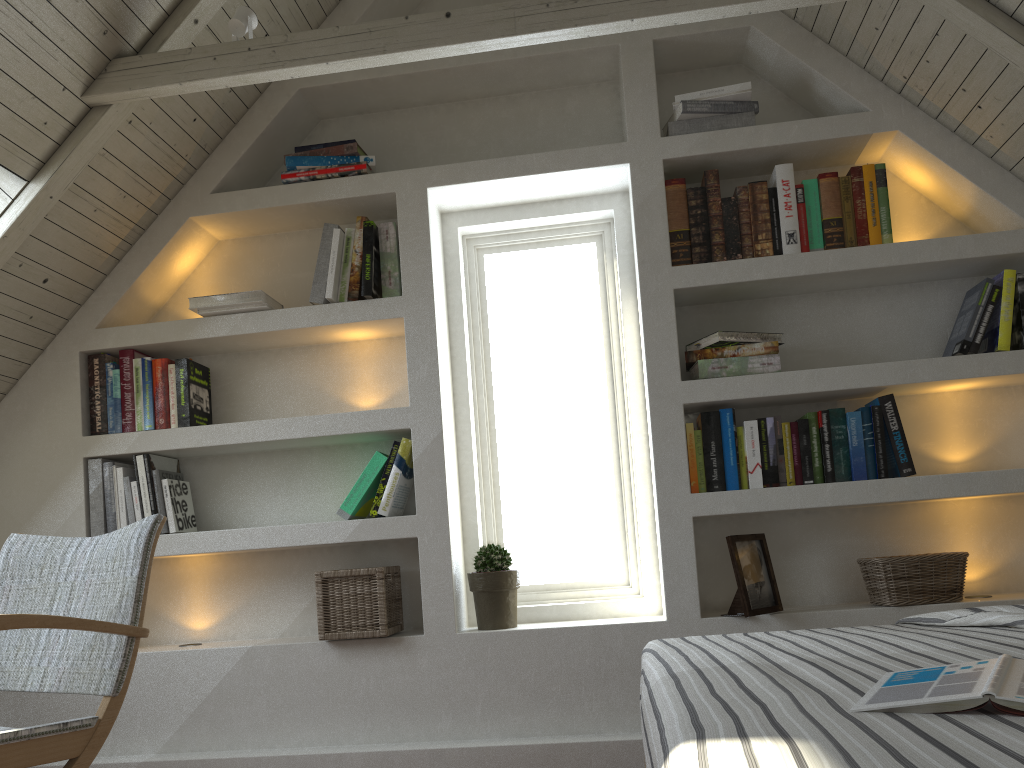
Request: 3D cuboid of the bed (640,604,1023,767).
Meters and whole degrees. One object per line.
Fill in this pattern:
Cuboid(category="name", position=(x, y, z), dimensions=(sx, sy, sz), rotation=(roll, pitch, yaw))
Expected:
Cuboid(category="bed", position=(1.126, 0.474, 1.238), dimensions=(1.880, 0.696, 1.898), rotation=(-5, -10, 7))

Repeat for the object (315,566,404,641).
Cuboid(category="object", position=(-0.454, 0.654, 2.639), dimensions=(0.205, 0.198, 0.207), rotation=(-5, -8, 7))

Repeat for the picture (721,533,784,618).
Cuboid(category="picture", position=(0.647, 0.532, 2.457), dimensions=(0.174, 0.221, 0.128), rotation=(2, -8, -43))

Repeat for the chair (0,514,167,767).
Cuboid(category="chair", position=(-0.977, 0.641, 1.539), dimensions=(0.555, 0.782, 0.562), rotation=(-8, -7, 31))

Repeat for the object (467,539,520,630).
Cuboid(category="object", position=(-0.052, 0.592, 2.623), dimensions=(0.159, 0.268, 0.162), rotation=(-4, -6, -1))

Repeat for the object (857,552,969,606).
Cuboid(category="object", position=(1.122, 0.544, 2.457), dimensions=(0.282, 0.132, 0.180), rotation=(-4, -8, -2))

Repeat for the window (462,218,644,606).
Cuboid(category="window", position=(-0.981, -0.074, 1.967), dimensions=(3.090, 1.358, 1.423), rotation=(-1, -8, -16))
